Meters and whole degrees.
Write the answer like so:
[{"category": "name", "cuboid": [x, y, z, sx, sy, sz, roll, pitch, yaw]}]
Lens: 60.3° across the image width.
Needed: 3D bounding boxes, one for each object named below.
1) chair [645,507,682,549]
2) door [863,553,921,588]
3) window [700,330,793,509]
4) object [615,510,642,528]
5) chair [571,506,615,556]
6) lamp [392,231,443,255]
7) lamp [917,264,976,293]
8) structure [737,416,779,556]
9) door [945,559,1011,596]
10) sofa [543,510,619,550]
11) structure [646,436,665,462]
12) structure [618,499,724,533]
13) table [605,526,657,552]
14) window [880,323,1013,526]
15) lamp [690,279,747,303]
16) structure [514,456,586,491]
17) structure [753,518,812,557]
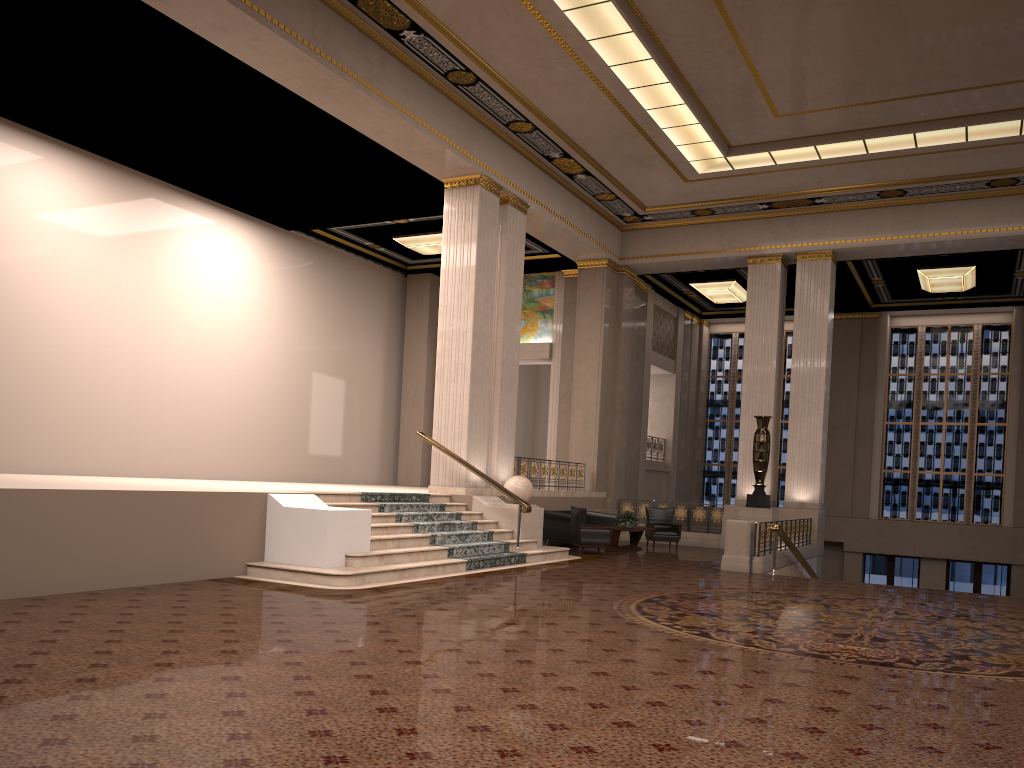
[{"category": "chair", "cuboid": [3.199, 3.041, 18.700, 0.648, 0.844, 0.719, 3, -2, -7]}, {"category": "door", "cuboid": [10.291, 5.982, 24.025, 1.488, 2.725, 0.155, 2, 0, 28]}, {"category": "window", "cuboid": [7.222, 1.114, 26.278, 2.982, 5.360, 0.069, 2, 0, 28]}, {"category": "object", "cuboid": [2.266, 2.619, 17.165, 0.526, 0.376, 0.502, 5, -5, -30]}, {"category": "chair", "cuboid": [1.420, 2.649, 15.929, 0.718, 0.844, 0.649, 3, -2, -12]}, {"category": "lamp", "cuboid": [-1.613, -3.102, 19.567, 1.713, 0.214, 1.175, 0, -7, 28]}, {"category": "lamp", "cuboid": [10.130, -2.411, 20.516, 1.166, 0.214, 2.029, 0, -7, 28]}, {"category": "structure", "cuboid": [4.971, 2.042, 17.658, 0.698, 2.789, 0.702, 3, 0, 28]}, {"category": "door", "cuboid": [12.136, 5.968, 23.051, 1.488, 2.725, 0.155, 2, 0, 28]}, {"category": "sofa", "cuboid": [1.407, 2.914, 17.747, 0.874, 0.705, 1.934, 1, -6, 28]}, {"category": "structure", "cuboid": [3.788, 1.757, 23.908, 0.031, 0.667, 2.168, 3, -5, 28]}, {"category": "structure", "cuboid": [3.588, 2.987, 19.947, 2.531, 0.654, 0.032, 0, -1, 28]}, {"category": "table", "cuboid": [2.211, 3.041, 17.316, 0.838, 0.435, 1.484, 0, -6, 28]}, {"category": "window", "cuboid": [11.730, 1.079, 23.899, 2.982, 5.360, 0.069, 2, 0, 28]}, {"category": "lamp", "cuboid": [5.484, -2.375, 22.968, 1.166, 0.214, 2.029, 0, -7, 28]}, {"category": "structure", "cuboid": [0.771, 1.880, 18.179, 0.032, 0.623, 3.716, 3, -5, 28]}, {"category": "structure", "cuboid": [4.993, 2.728, 15.935, 0.079, 0.536, 4.966, 3, -5, 29]}]
